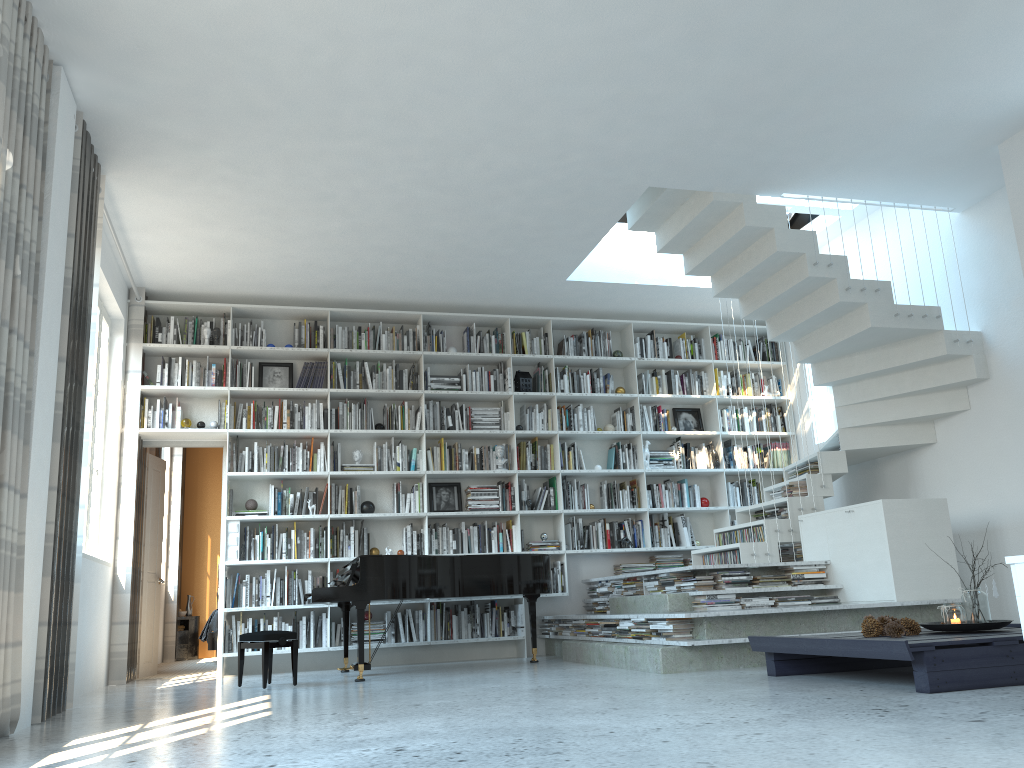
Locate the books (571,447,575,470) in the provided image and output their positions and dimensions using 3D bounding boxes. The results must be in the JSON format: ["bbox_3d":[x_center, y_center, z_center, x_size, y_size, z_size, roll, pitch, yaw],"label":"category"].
[{"bbox_3d":[0.565,0.733,8.460,0.017,0.242,0.133,1,-14,-15],"label":"books"}]

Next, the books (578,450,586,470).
[{"bbox_3d":[0.648,0.746,8.455,0.051,0.209,0.177,1,-14,-15],"label":"books"}]

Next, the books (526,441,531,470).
[{"bbox_3d":[0.144,0.697,8.338,0.019,0.293,0.164,1,-14,-15],"label":"books"}]

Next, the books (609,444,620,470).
[{"bbox_3d":[0.991,0.730,8.574,0.021,0.263,0.174,1,-14,-15],"label":"books"}]

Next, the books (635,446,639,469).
[{"bbox_3d":[1.195,0.741,8.621,0.010,0.245,0.159,1,-14,-15],"label":"books"}]

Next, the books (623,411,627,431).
[{"bbox_3d":[1.082,0.395,8.694,0.016,0.227,0.160,1,-14,-15],"label":"books"}]

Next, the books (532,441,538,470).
[{"bbox_3d":[0.210,0.695,8.342,0.019,0.292,0.182,1,-14,-15],"label":"books"}]

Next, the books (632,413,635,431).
[{"bbox_3d":[1.163,0.403,8.700,0.012,0.205,0.170,1,-14,-15],"label":"books"}]

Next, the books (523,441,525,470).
[{"bbox_3d":[0.097,0.696,8.322,0.035,0.292,0.145,1,-14,-15],"label":"books"}]

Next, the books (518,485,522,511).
[{"bbox_3d":[0.056,1.074,8.231,0.028,0.252,0.143,1,-14,-15],"label":"books"}]

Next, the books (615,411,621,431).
[{"bbox_3d":[1.028,0.391,8.678,0.012,0.231,0.154,1,-14,-15],"label":"books"}]

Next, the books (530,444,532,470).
[{"bbox_3d":[0.157,0.711,8.363,0.035,0.277,0.139,1,-14,-15],"label":"books"}]

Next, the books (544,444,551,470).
[{"bbox_3d":[0.329,0.716,8.392,0.032,0.266,0.143,1,-14,-15],"label":"books"}]

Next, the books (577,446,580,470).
[{"bbox_3d":[0.611,0.730,8.478,0.007,0.253,0.161,1,-14,-15],"label":"books"}]

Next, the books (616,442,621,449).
[{"bbox_3d":[1.030,0.718,8.599,0.013,0.294,0.154,1,-14,-15],"label":"books"}]

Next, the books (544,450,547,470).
[{"bbox_3d":[0.286,0.741,8.358,0.034,0.204,0.182,1,-14,-15],"label":"books"}]

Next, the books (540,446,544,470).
[{"bbox_3d":[0.264,0.721,8.349,0.027,0.241,0.189,1,-14,-15],"label":"books"}]

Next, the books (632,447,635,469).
[{"bbox_3d":[1.148,0.743,8.619,0.013,0.244,0.159,1,-14,-15],"label":"books"}]

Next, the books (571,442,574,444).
[{"bbox_3d":[0.591,0.715,8.513,0.011,0.299,0.089,1,-14,-15],"label":"books"}]

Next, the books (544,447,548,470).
[{"bbox_3d":[0.305,0.730,8.387,0.028,0.239,0.146,1,-14,-15],"label":"books"}]

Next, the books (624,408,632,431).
[{"bbox_3d":[1.125,0.377,8.693,0.016,0.256,0.176,1,-14,-15],"label":"books"}]

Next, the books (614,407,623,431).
[{"bbox_3d":[1.043,0.371,8.675,0.015,0.267,0.164,1,-14,-15],"label":"books"}]

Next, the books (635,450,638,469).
[{"bbox_3d":[1.177,0.759,8.621,0.023,0.211,0.165,1,-14,-15],"label":"books"}]

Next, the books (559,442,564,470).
[{"bbox_3d":[0.439,0.705,8.418,0.035,0.287,0.192,1,-14,-15],"label":"books"}]

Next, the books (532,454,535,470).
[{"bbox_3d":[0.183,0.759,8.361,0.030,0.180,0.132,1,-14,-15],"label":"books"}]

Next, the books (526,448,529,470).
[{"bbox_3d":[0.128,0.728,8.329,0.015,0.231,0.180,1,-14,-15],"label":"books"}]

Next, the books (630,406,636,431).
[{"bbox_3d":[1.172,0.367,8.704,0.005,0.277,0.183,1,-14,-15],"label":"books"}]

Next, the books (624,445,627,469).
[{"bbox_3d":[1.072,0.733,8.592,0.015,0.259,0.152,1,-14,-15],"label":"books"}]

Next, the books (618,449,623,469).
[{"bbox_3d":[1.024,0.751,8.571,0.013,0.218,0.187,1,-14,-15],"label":"books"}]

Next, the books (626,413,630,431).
[{"bbox_3d":[1.110,0.406,8.692,0.013,0.201,0.174,1,-14,-15],"label":"books"}]

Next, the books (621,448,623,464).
[{"bbox_3d":[1.041,0.750,8.595,0.007,0.229,0.147,1,-14,-15],"label":"books"}]

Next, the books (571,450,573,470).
[{"bbox_3d":[0.545,0.748,8.446,0.014,0.208,0.157,1,-14,-15],"label":"books"}]

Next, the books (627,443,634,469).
[{"bbox_3d":[1.128,0.723,8.596,0.012,0.273,0.184,1,-14,-15],"label":"books"}]

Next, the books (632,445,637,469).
[{"bbox_3d":[1.164,0.735,8.607,0.011,0.252,0.169,1,-14,-15],"label":"books"}]

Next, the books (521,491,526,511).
[{"bbox_3d":[0.089,1.099,8.212,0.027,0.191,0.183,1,-14,-15],"label":"books"}]

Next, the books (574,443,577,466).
[{"bbox_3d":[0.582,0.718,8.465,0.006,0.273,0.167,1,-14,-15],"label":"books"}]

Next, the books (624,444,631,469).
[{"bbox_3d":[1.101,0.728,8.610,0.032,0.274,0.155,1,-14,-15],"label":"books"}]

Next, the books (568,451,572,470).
[{"bbox_3d":[0.530,0.749,8.413,0.017,0.191,0.192,1,-14,-15],"label":"books"}]

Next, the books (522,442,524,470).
[{"bbox_3d":[0.081,0.700,8.333,0.035,0.292,0.145,1,-14,-15],"label":"books"}]

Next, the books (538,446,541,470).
[{"bbox_3d":[0.235,0.721,8.367,0.033,0.252,0.175,1,-14,-15],"label":"books"}]

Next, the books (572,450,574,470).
[{"bbox_3d":[0.558,0.745,8.442,0.007,0.211,0.158,1,-14,-15],"label":"books"}]

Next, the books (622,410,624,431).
[{"bbox_3d":[1.055,0.386,8.687,0.016,0.243,0.152,1,-14,-15],"label":"books"}]

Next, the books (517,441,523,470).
[{"bbox_3d":[0.071,0.697,8.320,0.035,0.292,0.145,1,-14,-15],"label":"books"}]

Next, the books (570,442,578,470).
[{"bbox_3d":[0.591,0.711,8.469,0.013,0.286,0.159,1,-14,-15],"label":"books"}]

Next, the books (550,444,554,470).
[{"bbox_3d":[0.362,0.719,8.414,0.033,0.268,0.142,1,-14,-15],"label":"books"}]

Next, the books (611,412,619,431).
[{"bbox_3d":[1.008,0.398,8.677,0.015,0.219,0.140,1,-14,-15],"label":"books"}]

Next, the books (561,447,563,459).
[{"bbox_3d":[0.456,0.732,8.436,0.007,0.243,0.146,1,-14,-15],"label":"books"}]

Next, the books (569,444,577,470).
[{"bbox_3d":[0.578,0.718,8.458,0.006,0.269,0.179,1,-14,-15],"label":"books"}]

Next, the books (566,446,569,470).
[{"bbox_3d":[0.506,0.726,8.445,0.013,0.255,0.145,1,-14,-15],"label":"books"}]

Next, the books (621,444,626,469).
[{"bbox_3d":[1.056,0.730,8.588,0.018,0.262,0.165,1,-14,-15],"label":"books"}]

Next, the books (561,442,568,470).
[{"bbox_3d":[0.487,0.707,8.414,0.013,0.278,0.192,1,-14,-15],"label":"books"}]

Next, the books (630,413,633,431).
[{"bbox_3d":[1.140,0.403,8.689,0.013,0.204,0.174,1,-14,-15],"label":"books"}]

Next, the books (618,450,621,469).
[{"bbox_3d":[1.015,0.755,8.567,0.006,0.209,0.188,1,-14,-15],"label":"books"}]

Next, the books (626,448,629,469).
[{"bbox_3d":[1.088,0.748,8.585,0.012,0.224,0.178,1,-14,-15],"label":"books"}]

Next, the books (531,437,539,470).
[{"bbox_3d":[0.216,0.679,8.369,0.021,0.336,0.169,1,-14,-15],"label":"books"}]

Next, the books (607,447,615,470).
[{"bbox_3d":[0.954,0.743,8.568,0.056,0.240,0.154,1,-14,-15],"label":"books"}]

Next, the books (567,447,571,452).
[{"bbox_3d":[0.534,0.731,8.447,0.008,0.242,0.169,1,-14,-15],"label":"books"}]

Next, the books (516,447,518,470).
[{"bbox_3d":[0.025,0.723,8.316,0.014,0.243,0.145,1,-14,-15],"label":"books"}]

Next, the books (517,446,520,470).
[{"bbox_3d":[0.037,0.725,8.331,0.013,0.246,0.177,1,-14,-15],"label":"books"}]

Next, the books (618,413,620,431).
[{"bbox_3d":[1.020,0.405,8.675,0.005,0.204,0.154,1,-14,-15],"label":"books"}]
